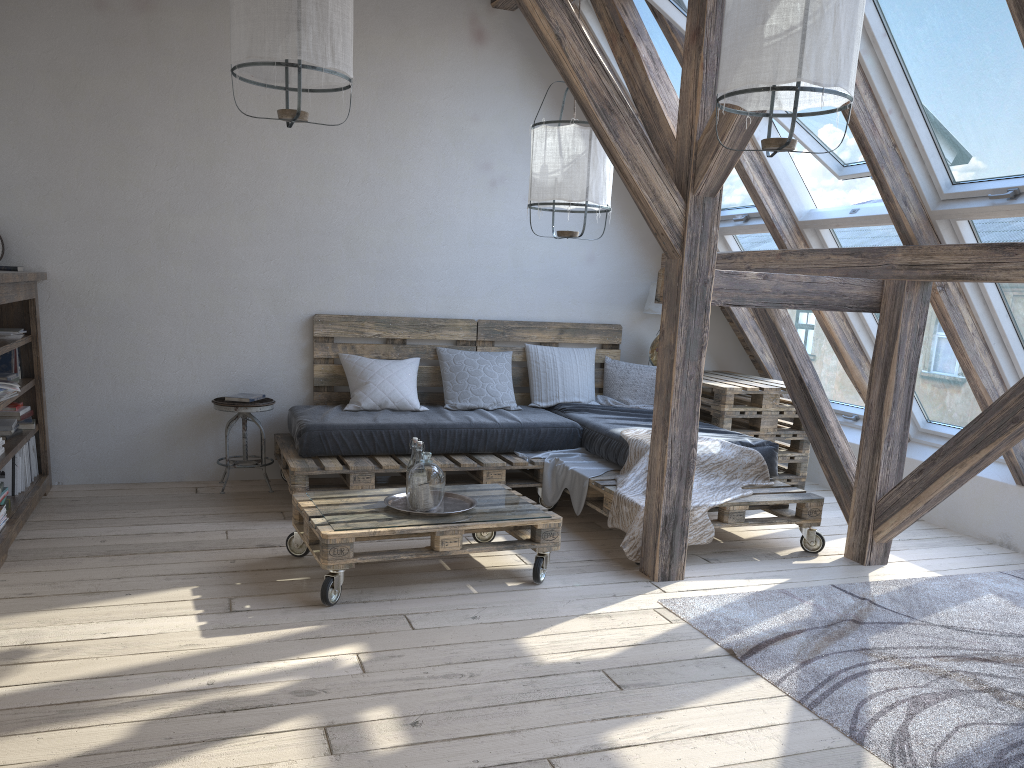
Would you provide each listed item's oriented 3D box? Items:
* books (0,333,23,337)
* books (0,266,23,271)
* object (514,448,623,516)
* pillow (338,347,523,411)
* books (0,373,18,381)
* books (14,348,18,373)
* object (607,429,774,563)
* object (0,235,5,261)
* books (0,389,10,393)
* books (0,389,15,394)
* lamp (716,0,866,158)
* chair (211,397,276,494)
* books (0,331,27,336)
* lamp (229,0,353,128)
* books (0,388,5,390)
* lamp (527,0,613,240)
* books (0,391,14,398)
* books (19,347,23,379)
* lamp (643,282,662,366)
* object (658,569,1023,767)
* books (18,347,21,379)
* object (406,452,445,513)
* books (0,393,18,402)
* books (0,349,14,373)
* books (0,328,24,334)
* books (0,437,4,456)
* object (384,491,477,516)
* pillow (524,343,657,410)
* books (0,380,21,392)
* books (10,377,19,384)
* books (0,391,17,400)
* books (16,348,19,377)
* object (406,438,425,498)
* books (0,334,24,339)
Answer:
[{"bbox_3d":[-2.598,-0.255,4.463,0.204,0.009,0.253,-1,7,-28],"label":"books"},{"bbox_3d":[-2.677,-0.601,4.556,0.236,0.026,0.174,0,7,-20],"label":"books"},{"bbox_3d":[0.376,0.532,4.903,0.502,0.284,0.696,-3,9,-35],"label":"object"},{"bbox_3d":[-0.476,-0.034,5.333,1.129,0.364,0.343,0,10,-20],"label":"pillow"},{"bbox_3d":[-2.568,-0.035,4.381,0.150,0.022,0.200,1,7,-16],"label":"books"},{"bbox_3d":[-2.633,-0.103,4.540,0.139,0.180,0.058,-1,13,-21],"label":"books"},{"bbox_3d":[0.890,0.543,4.273,0.809,0.485,0.989,4,8,10],"label":"object"},{"bbox_3d":[-2.707,-0.717,4.514,0.082,0.214,0.200,6,11,16],"label":"object"},{"bbox_3d":[-2.378,0.026,3.944,0.204,0.009,0.252,1,7,-13],"label":"books"},{"bbox_3d":[-2.380,0.036,3.934,0.204,0.009,0.252,2,6,-3],"label":"books"},{"bbox_3d":[0.853,-1.368,2.575,0.403,1.337,0.393,-9,17,-43],"label":"lamp"},{"bbox_3d":[-1.542,0.344,5.079,0.353,0.533,0.345,0,12,-16],"label":"chair"},{"bbox_3d":[-2.593,-0.259,4.427,0.204,0.009,0.252,1,7,-13],"label":"books"},{"bbox_3d":[-0.736,-1.446,2.927,0.405,1.111,0.392,7,13,21],"label":"lamp"},{"bbox_3d":[-2.387,0.018,3.930,0.204,0.009,0.252,1,7,-13],"label":"books"},{"bbox_3d":[0.303,-1.460,4.088,0.398,1.555,0.399,8,14,21],"label":"lamp"},{"bbox_3d":[-2.379,0.040,3.970,0.204,0.009,0.252,1,7,-18],"label":"books"},{"bbox_3d":[-2.667,-0.130,4.649,0.136,0.206,0.020,-1,14,-20],"label":"books"},{"bbox_3d":[0.914,-0.042,6.062,0.387,1.317,0.807,-6,14,-34],"label":"lamp"},{"bbox_3d":[2.140,1.053,2.487,2.186,0.058,3.120,0,7,-20],"label":"object"},{"bbox_3d":[-2.669,-0.120,4.629,0.139,0.190,0.019,-1,13,-19],"label":"books"},{"bbox_3d":[-0.355,0.402,3.631,0.154,0.253,0.154,12,14,38],"label":"object"},{"bbox_3d":[-2.373,0.060,3.953,0.204,0.009,0.252,1,7,-11],"label":"books"},{"bbox_3d":[-2.625,-0.097,4.510,0.131,0.176,0.080,-1,12,-19],"label":"books"},{"bbox_3d":[-2.593,-0.270,4.437,0.204,0.009,0.253,0,7,-23],"label":"books"},{"bbox_3d":[-2.322,0.266,3.733,0.206,0.155,0.537,-1,8,-20],"label":"books"},{"bbox_3d":[-0.346,0.508,3.741,0.395,0.022,0.386,3,6,0],"label":"object"},{"bbox_3d":[0.549,-0.044,5.727,0.968,0.409,0.377,2,10,-4],"label":"pillow"},{"bbox_3d":[-2.378,-0.007,3.982,0.220,0.090,0.257,-3,9,-40],"label":"books"},{"bbox_3d":[-2.576,-0.010,4.392,0.161,0.031,0.214,1,7,-17],"label":"books"},{"bbox_3d":[-2.376,0.051,3.959,0.204,0.009,0.252,1,7,-15],"label":"books"},{"bbox_3d":[-2.661,-0.125,4.609,0.135,0.206,0.020,-1,14,-20],"label":"books"},{"bbox_3d":[-0.409,0.371,3.779,0.071,0.274,0.150,-2,12,-20],"label":"object"},{"bbox_3d":[-2.593,-0.245,4.452,0.204,0.009,0.253,0,7,-25],"label":"books"}]
